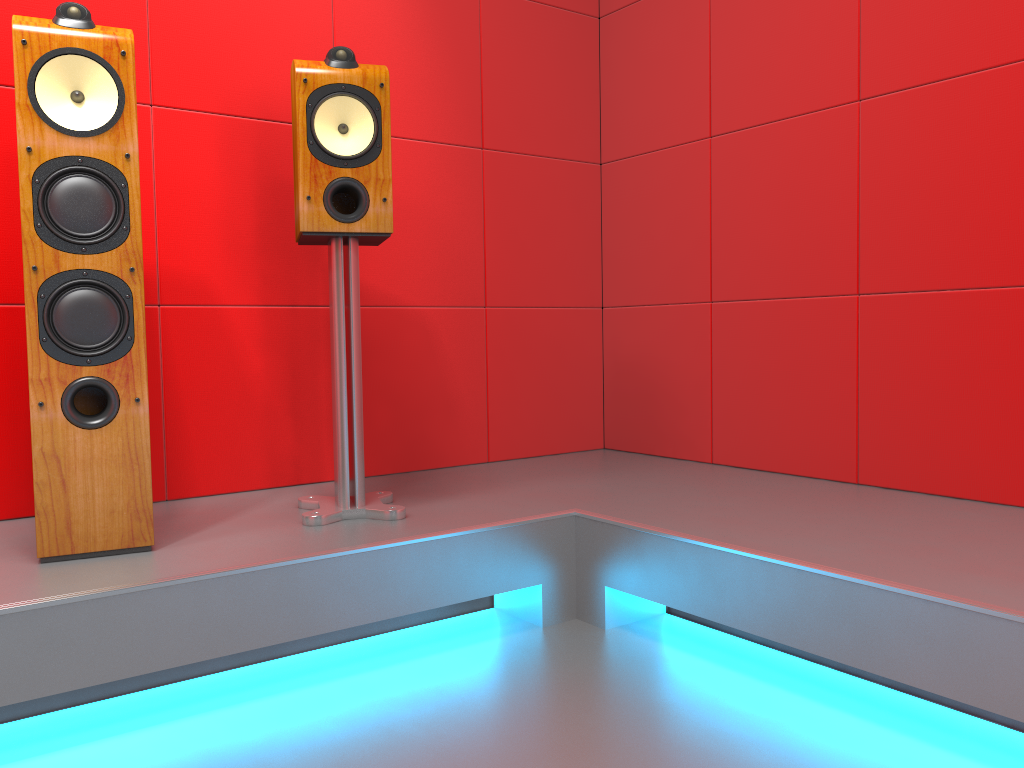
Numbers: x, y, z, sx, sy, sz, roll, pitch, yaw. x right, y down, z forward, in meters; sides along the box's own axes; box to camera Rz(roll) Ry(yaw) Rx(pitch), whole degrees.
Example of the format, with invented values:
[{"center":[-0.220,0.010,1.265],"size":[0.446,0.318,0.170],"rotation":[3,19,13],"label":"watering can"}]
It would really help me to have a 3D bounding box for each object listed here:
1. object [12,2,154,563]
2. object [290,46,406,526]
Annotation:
[{"center":[-0.849,-0.198,1.763],"size":[0.203,1.052,0.238],"rotation":[-3,4,-26],"label":"object"},{"center":[-0.391,-0.225,2.067],"size":[0.231,1.058,0.265],"rotation":[-2,3,-16],"label":"object"}]
